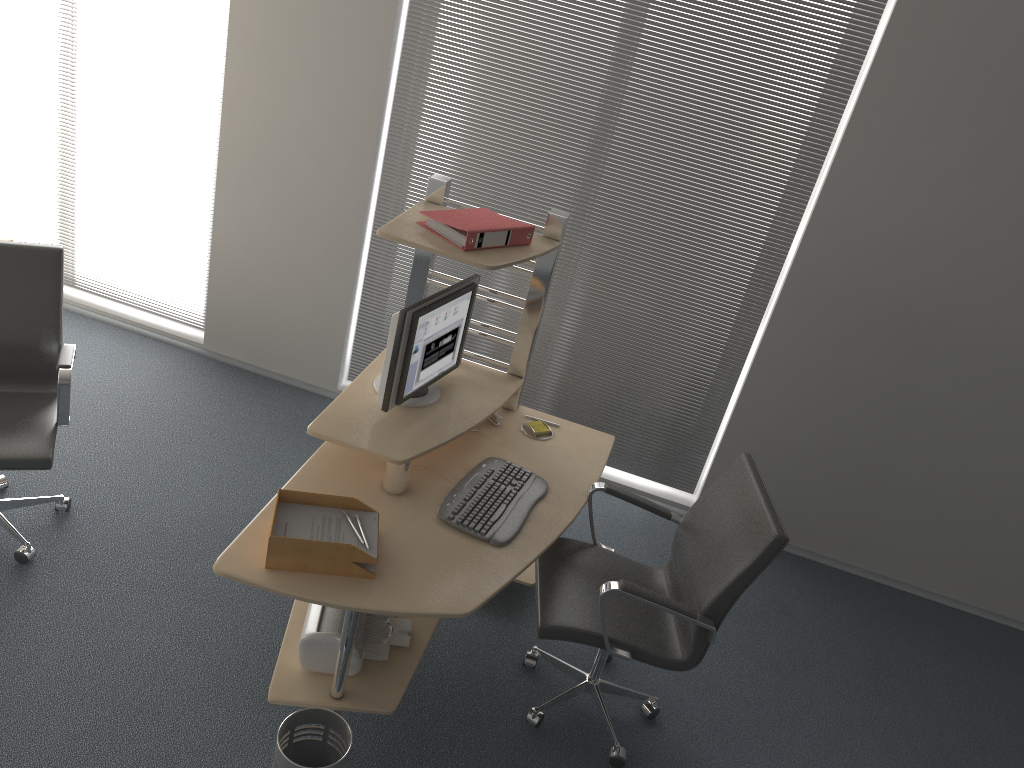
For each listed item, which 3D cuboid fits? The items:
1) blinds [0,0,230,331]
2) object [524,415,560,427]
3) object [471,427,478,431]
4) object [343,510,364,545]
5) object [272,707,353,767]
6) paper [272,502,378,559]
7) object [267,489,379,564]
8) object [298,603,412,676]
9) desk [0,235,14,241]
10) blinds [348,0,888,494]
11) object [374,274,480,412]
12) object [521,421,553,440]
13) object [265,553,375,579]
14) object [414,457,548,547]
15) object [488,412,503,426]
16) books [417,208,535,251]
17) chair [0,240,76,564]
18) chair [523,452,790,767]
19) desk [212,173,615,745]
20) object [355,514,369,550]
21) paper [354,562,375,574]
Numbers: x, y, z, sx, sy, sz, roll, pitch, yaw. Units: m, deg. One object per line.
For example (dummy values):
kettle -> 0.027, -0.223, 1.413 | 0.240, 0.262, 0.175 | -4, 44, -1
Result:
blinds -> -2.309, -1.784, 4.435 | 1.950, 2.749, 0.037 | 18, 27, 7
object -> 0.118, 0.147, 3.590 | 0.158, 0.011, 0.011 | 17, 27, 4
object -> -0.171, 0.112, 3.454 | 0.054, 0.064, 0.159 | 2, 29, -23
object -> -0.466, 0.423, 2.613 | 0.008, 0.009, 0.159 | -4, 33, -33
object -> -0.591, 1.148, 2.561 | 0.208, 0.377, 0.208 | -5, 33, -34
paper -> -0.541, 0.426, 2.587 | 0.297, 0.010, 0.210 | 8, 28, -12
object -> -0.538, 0.412, 2.580 | 0.309, 0.060, 0.225 | 8, 28, -12
object -> -0.498, 0.756, 2.950 | 0.351, 0.162, 0.438 | 11, 27, -7
desk -> -2.835, -0.542, 3.334 | 0.967, 1.566, 1.469 | 18, 27, 7
blinds -> 0.338, -0.923, 4.116 | 1.950, 2.770, 0.022 | 18, 27, 7
object -> -0.331, -0.162, 3.158 | 0.245, 0.418, 0.516 | 29, 30, 26
object -> 0.102, 0.175, 3.512 | 0.132, 0.026, 0.132 | 18, 27, 7
object -> -0.551, 0.460, 2.605 | 0.309, 0.060, 0.225 | 8, 28, -12
object -> -0.307, 0.312, 3.102 | 0.814, 0.082, 0.478 | 22, 28, 13
object -> -0.085, 0.115, 3.515 | 0.022, 0.042, 0.134 | -6, 34, -35
books -> -0.125, -0.560, 3.109 | 0.320, 0.072, 0.262 | -14, 38, -43
chair -> -1.891, 0.090, 3.171 | 0.584, 1.048, 0.652 | 2, 30, -24
chair -> 0.403, 0.739, 3.078 | 0.652, 1.048, 0.584 | 12, 27, -6
desk -> -0.195, 0.316, 3.015 | 0.967, 1.566, 1.469 | 18, 27, 7
object -> -0.440, 0.434, 2.604 | 0.008, 0.009, 0.159 | 1, 30, -26
paper -> -0.553, 0.471, 2.611 | 0.297, 0.019, 0.210 | 8, 28, -12
